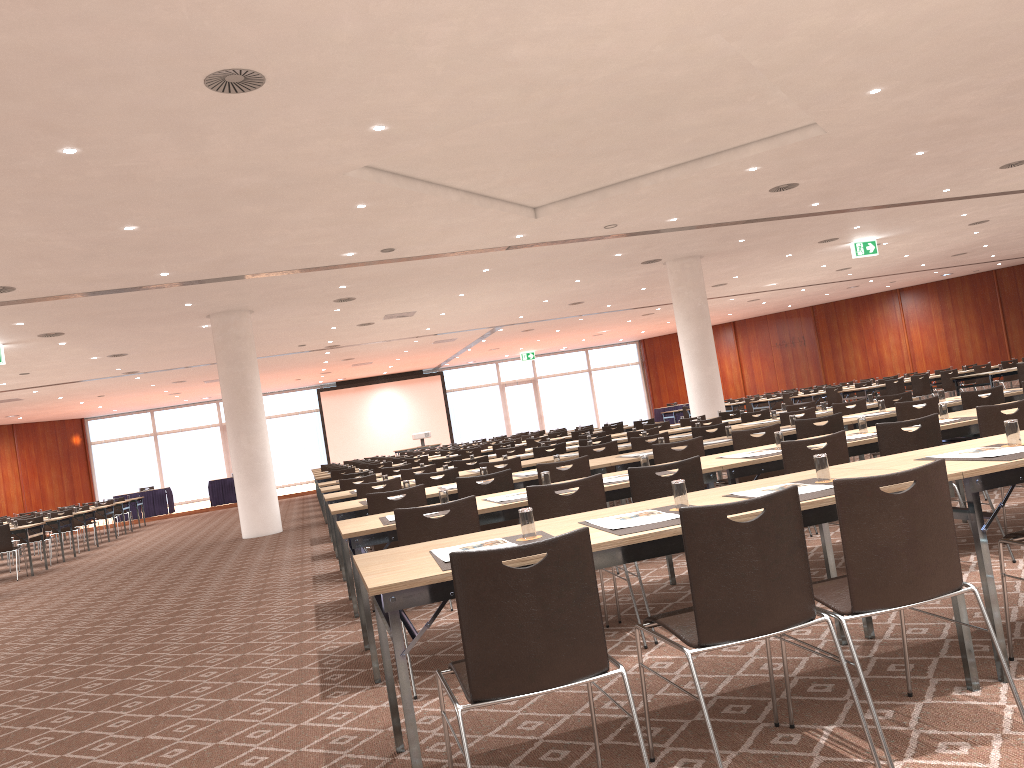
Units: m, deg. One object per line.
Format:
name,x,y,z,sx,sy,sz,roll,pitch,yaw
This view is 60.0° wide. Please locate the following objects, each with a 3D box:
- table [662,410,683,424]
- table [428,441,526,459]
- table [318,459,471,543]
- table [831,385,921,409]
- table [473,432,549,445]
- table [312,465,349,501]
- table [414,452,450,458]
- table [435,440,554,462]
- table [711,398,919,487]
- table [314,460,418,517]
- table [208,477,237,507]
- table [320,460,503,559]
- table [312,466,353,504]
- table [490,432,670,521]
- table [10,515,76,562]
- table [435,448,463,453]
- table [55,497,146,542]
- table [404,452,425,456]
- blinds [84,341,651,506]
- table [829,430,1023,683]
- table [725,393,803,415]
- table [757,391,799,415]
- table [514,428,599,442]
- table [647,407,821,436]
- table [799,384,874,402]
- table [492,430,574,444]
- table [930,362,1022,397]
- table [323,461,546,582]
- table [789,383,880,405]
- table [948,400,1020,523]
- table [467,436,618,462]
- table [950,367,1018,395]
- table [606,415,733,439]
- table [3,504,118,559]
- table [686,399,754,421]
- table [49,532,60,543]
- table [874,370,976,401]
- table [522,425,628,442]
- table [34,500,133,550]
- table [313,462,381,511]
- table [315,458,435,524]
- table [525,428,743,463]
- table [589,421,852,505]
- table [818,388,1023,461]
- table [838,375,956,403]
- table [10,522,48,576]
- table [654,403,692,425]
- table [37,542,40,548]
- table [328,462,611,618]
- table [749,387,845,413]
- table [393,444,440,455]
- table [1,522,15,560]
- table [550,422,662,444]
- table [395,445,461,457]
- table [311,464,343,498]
table,6.171,1.161,29.071,2.266,0.832,0.954,-8,-2,-14
table,-0.762,1.831,19.157,2.266,0.832,0.954,-8,-2,-14
table,-1.692,1.724,13.280,2.266,0.832,0.954,-8,-2,-14
table,9.718,0.371,23.777,2.266,0.832,0.954,-8,-2,-14
table,0.054,1.976,25.519,2.266,0.832,0.954,-8,-2,-14
table,-4.309,2.621,24.451,2.266,0.832,0.954,-8,-2,-14
table,-1.217,1.987,21.100,2.266,0.832,0.954,-8,-2,-14
table,-0.307,1.675,17.214,2.266,0.832,0.954,-8,-2,-14
table,3.582,0.767,10.463,2.266,0.832,0.954,-8,-2,-14
table,-2.944,2.153,18.623,2.266,0.832,0.954,-8,-2,-14
table,-8.904,3.409,28.699,1.712,0.832,1.042,-8,-2,-14
table,-1.236,1.568,11.338,2.266,0.832,0.954,-8,-2,-14
table,-3.854,2.465,22.508,2.266,0.832,0.954,-8,-2,-14
table,0.945,1.245,11.872,2.266,0.832,0.954,-8,-2,-14
table,-9.669,3.147,16.976,2.266,0.832,0.954,-8,-2,-14
table,-1.672,2.143,23.043,2.266,0.832,0.954,-8,-2,-14
table,-11.490,3.771,24.747,2.266,0.832,0.954,-8,-2,-14
table,-2.128,2.299,24.985,2.266,0.832,0.954,-8,-2,-14
blinds,-5.086,1.622,36.441,22.844,3.815,0.115,-8,-2,-14
table,2.766,0.621,4.101,2.266,0.832,0.954,-8,-2,-14
table,7.081,0.849,25.186,2.266,0.832,0.954,-8,-2,-14
table,8.808,0.683,27.663,2.266,0.832,0.954,-8,-2,-14
table,0.965,1.664,21.634,2.266,0.832,0.954,-8,-2,-14
table,3.127,0.923,12.406,2.266,0.832,0.954,-8,-2,-14
table,9.263,0.527,25.720,2.266,0.832,0.954,-8,-2,-14
table,0.509,1.820,23.577,2.266,0.832,0.954,-8,-2,-14
table,10.629,0.059,19.892,2.266,0.832,0.954,-8,-2,-14
table,-0.781,1.412,9.395,2.266,0.832,0.954,-8,-2,-14
table,7.992,0.537,21.300,2.266,0.832,0.954,-8,-2,-14
table,4.493,0.455,6.578,2.266,0.832,0.954,-8,-2,-14
table,0.490,1.401,13.814,2.266,0.832,0.954,-8,-2,-14
table,9.244,0.108,15.958,2.266,0.832,0.954,-8,-2,-14
table,2.672,1.079,14.349,2.266,0.832,0.954,-8,-2,-14
table,-10.579,3.459,20.862,2.266,0.832,0.954,-8,-2,-14
table,6.626,1.005,27.128,2.266,0.832,0.954,-8,-2,-14
table,-13.671,4.093,24.213,2.266,0.832,0.954,-8,-2,-14
table,10.174,0.215,21.834,2.266,0.832,0.954,-8,-2,-14
table,1.420,1.508,19.691,2.266,0.832,0.954,-8,-2,-14
table,-11.035,3.615,22.805,2.266,0.832,0.954,-8,-2,-14
table,-3.399,2.309,20.566,2.266,0.832,0.954,-8,-2,-14
table,-2.488,1.997,16.680,2.266,0.832,0.954,-8,-2,-14
table,1.401,1.089,9.929,2.266,0.832,0.954,-8,-2,-14
table,1.856,0.933,7.986,2.266,0.832,0.954,-8,-2,-14
table,4.038,0.611,8.520,2.266,0.832,0.954,-8,-2,-14
table,8.447,0.381,19.357,2.266,0.832,0.954,-8,-2,-14
table,-9.214,2.991,15.034,2.266,0.832,0.954,-8,-2,-14
table,6.157,1.183,32.386,1.712,0.832,1.042,-8,-2,-14
table,-13.216,3.937,22.270,2.266,0.832,0.954,-8,-2,-14
table,-0.326,1.256,7.452,2.266,0.832,0.954,-8,-2,-14
table,7.537,0.693,23.243,2.266,0.832,0.954,-8,-2,-14
table,-3.158,2.560,30.122,1.539,0.832,0.954,-8,-2,-14
table,-12.761,3.781,20.328,2.266,0.832,0.954,-8,-2,-14
table,1.875,1.352,17.748,2.266,0.832,0.954,-8,-2,-14
table,-2.583,2.455,26.928,2.266,0.832,0.954,-8,-2,-14
table,-4.764,2.777,26.394,2.266,0.832,0.954,-8,-2,-14
